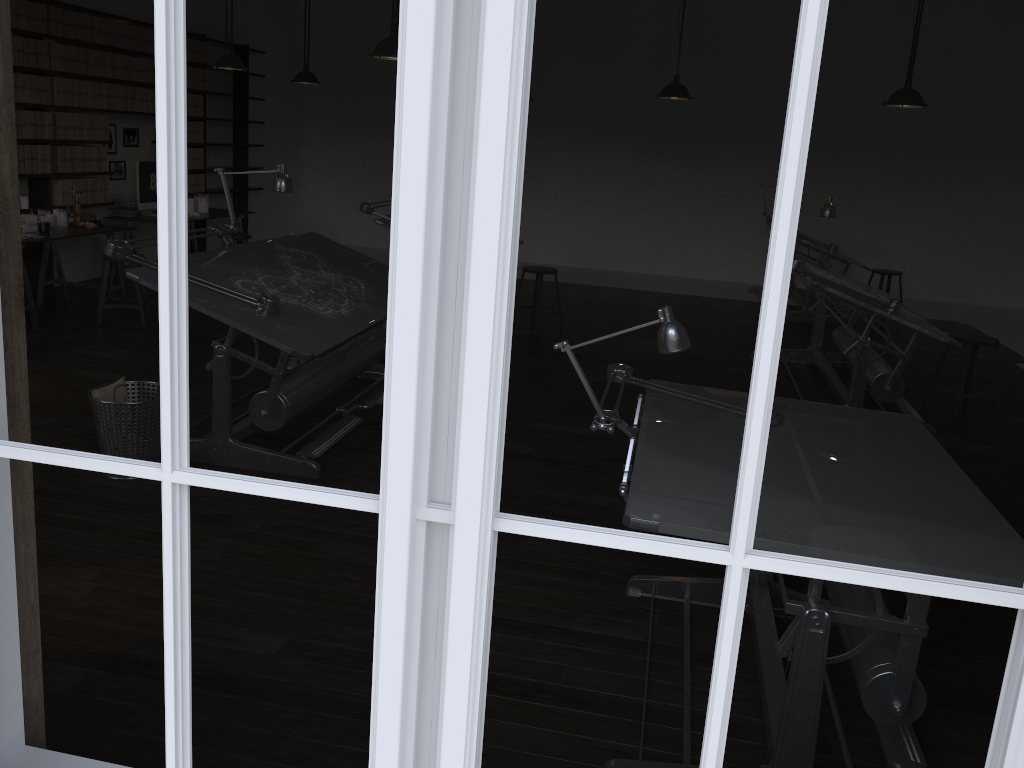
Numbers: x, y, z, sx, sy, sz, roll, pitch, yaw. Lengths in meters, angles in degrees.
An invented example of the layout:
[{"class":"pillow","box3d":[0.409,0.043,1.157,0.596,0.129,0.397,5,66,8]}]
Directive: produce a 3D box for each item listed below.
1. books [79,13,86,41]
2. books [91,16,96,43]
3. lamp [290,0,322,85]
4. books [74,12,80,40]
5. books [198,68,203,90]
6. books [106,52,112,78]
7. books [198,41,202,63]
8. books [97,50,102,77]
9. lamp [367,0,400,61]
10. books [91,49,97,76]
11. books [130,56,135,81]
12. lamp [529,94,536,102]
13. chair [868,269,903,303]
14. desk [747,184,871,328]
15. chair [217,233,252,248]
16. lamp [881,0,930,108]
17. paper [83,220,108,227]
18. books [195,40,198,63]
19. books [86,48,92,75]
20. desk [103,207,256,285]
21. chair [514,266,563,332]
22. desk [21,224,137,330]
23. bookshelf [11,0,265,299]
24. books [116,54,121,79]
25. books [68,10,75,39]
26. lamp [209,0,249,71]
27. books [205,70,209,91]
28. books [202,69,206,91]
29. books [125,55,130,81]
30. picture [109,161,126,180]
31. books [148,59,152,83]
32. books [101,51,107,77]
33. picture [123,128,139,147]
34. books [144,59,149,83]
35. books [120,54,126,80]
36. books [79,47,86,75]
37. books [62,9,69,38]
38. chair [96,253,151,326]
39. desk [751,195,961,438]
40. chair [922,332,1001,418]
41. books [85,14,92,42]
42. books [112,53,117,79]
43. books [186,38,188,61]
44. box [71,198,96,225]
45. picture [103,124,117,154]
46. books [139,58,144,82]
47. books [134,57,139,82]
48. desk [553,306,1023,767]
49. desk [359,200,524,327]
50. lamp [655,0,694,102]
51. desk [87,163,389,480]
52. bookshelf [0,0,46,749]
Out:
[{"class":"books","box3d":[-3.710,-3.023,7.499,0.175,0.223,0.067,7,13,10]},{"class":"books","box3d":[-3.683,-3.056,7.628,0.175,0.223,0.067,7,13,10]},{"class":"lamp","box3d":[-1.986,-4.101,8.641,0.314,2.228,0.312,13,15,34]},{"class":"books","box3d":[-3.723,-3.005,7.431,0.174,0.223,0.067,7,13,10]},{"class":"books","box3d":[-3.367,-3.222,9.365,0.175,0.223,0.067,7,13,10]},{"class":"books","box3d":[-3.658,-2.840,7.887,0.175,0.223,0.067,7,13,10]},{"class":"books","box3d":[-3.353,-3.489,9.304,0.175,0.223,0.067,7,13,10]},{"class":"books","box3d":[-3.691,-2.807,7.754,0.174,0.223,0.067,7,13,10]},{"class":"lamp","box3d":[-0.620,-3.008,4.994,0.314,2.228,0.313,11,15,29]},{"class":"books","box3d":[-3.700,-2.789,7.686,0.174,0.223,0.067,7,13,10]},{"class":"books","box3d":[-3.600,-2.926,8.217,0.174,0.223,0.067,7,13,10]},{"class":"lamp","box3d":[0.168,-4.041,8.993,0.312,2.228,0.314,2,13,-10]},{"class":"chair","box3d":[4.031,-0.968,9.618,0.371,0.522,0.362,1,14,-11]},{"class":"desk","box3d":[3.195,-1.510,9.744,1.077,1.371,2.091,6,15,10]},{"class":"chair","box3d":[-2.722,-1.200,8.683,0.372,0.522,0.362,-1,14,-21]},{"class":"lamp","box3d":[2.792,-3.002,5.876,0.312,2.228,0.314,2,13,-10]},{"class":"paper","box3d":[-3.475,-1.343,7.401,0.138,0.038,0.156,11,16,24]},{"class":"books","box3d":[-3.366,-3.471,9.232,0.175,0.223,0.067,7,13,10]},{"class":"books","box3d":[-3.718,-2.772,7.618,0.175,0.223,0.067,7,13,10]},{"class":"desk","box3d":[-3.269,-1.368,8.879,0.656,0.662,1.687,7,15,10]},{"class":"chair","box3d":[0.230,-0.765,7.867,0.360,0.522,0.373,15,17,37]},{"class":"desk","box3d":[-3.675,-0.836,6.820,0.656,0.662,1.687,7,15,10]},{"class":"bookshelf","box3d":[-4.127,-1.377,6.605,0.374,3.170,9.278,6,15,10]},{"class":"books","box3d":[-3.637,-2.873,8.012,0.175,0.223,0.067,7,13,10]},{"class":"books","box3d":[-3.732,-2.987,7.362,0.174,0.223,0.067,7,13,10]},{"class":"lamp","box3d":[-2.281,-3.714,7.146,0.314,2.228,0.312,13,15,34]},{"class":"books","box3d":[-3.346,-3.255,9.490,0.175,0.223,0.067,7,13,10]},{"class":"books","box3d":[-3.359,-3.240,9.430,0.175,0.223,0.067,7,13,10]},{"class":"books","box3d":[-3.612,-2.909,8.149,0.175,0.223,0.067,7,13,10]},{"class":"picture","box3d":[-3.808,-2.061,8.541,0.023,0.181,0.254,6,14,10]},{"class":"books","box3d":[-3.545,-2.995,8.483,0.175,0.223,0.067,7,13,10]},{"class":"books","box3d":[-3.677,-2.824,7.823,0.175,0.223,0.067,7,13,10]},{"class":"picture","box3d":[-3.743,-2.420,8.692,0.023,0.181,0.254,6,14,10]},{"class":"books","box3d":[-3.553,-2.979,8.422,0.175,0.223,0.067,7,13,10]},{"class":"books","box3d":[-3.621,-2.891,8.081,0.175,0.223,0.067,7,13,10]},{"class":"books","box3d":[-3.727,-2.752,7.545,0.175,0.223,0.067,7,13,10]},{"class":"books","box3d":[-3.751,-2.970,7.294,0.175,0.223,0.067,7,13,10]},{"class":"chair","box3d":[-3.039,-0.747,6.937,0.358,0.522,0.376,0,14,-16]},{"class":"desk","box3d":[2.283,-0.610,6.201,1.077,1.371,2.091,6,15,10]},{"class":"chair","box3d":[3.116,-0.067,6.071,0.371,0.522,0.362,1,14,-11]},{"class":"books","box3d":[-3.691,-3.039,7.563,0.175,0.223,0.067,7,13,10]},{"class":"books","box3d":[-3.650,-2.858,7.952,0.175,0.223,0.067,7,13,10]},{"class":"books","box3d":[-3.405,-3.419,9.031,0.174,0.223,0.067,7,13,10]},{"class":"box","box3d":[-3.616,-1.450,7.424,0.138,0.205,0.214,7,14,10]},{"class":"picture","box3d":[-3.809,-2.317,8.375,0.022,0.281,0.203,6,14,9]},{"class":"books","box3d":[-3.566,-2.961,8.352,0.175,0.223,0.067,7,13,10]},{"class":"books","box3d":[-3.583,-2.943,8.283,0.174,0.223,0.067,7,13,10]},{"class":"desk","box3d":[0.680,0.367,2.568,1.172,1.176,1.282,7,14,10]},{"class":"desk","box3d":[-0.590,-1.309,8.007,1.077,1.371,2.091,6,15,10]},{"class":"lamp","box3d":[1.375,-3.357,6.826,0.314,2.241,0.312,13,15,34]},{"class":"desk","box3d":[-1.225,-0.476,4.783,1.077,1.371,2.305,6,15,10]},{"class":"bookshelf","box3d":[-1.999,-0.065,1.388,2.476,3.682,0.417,7,13,10]}]
